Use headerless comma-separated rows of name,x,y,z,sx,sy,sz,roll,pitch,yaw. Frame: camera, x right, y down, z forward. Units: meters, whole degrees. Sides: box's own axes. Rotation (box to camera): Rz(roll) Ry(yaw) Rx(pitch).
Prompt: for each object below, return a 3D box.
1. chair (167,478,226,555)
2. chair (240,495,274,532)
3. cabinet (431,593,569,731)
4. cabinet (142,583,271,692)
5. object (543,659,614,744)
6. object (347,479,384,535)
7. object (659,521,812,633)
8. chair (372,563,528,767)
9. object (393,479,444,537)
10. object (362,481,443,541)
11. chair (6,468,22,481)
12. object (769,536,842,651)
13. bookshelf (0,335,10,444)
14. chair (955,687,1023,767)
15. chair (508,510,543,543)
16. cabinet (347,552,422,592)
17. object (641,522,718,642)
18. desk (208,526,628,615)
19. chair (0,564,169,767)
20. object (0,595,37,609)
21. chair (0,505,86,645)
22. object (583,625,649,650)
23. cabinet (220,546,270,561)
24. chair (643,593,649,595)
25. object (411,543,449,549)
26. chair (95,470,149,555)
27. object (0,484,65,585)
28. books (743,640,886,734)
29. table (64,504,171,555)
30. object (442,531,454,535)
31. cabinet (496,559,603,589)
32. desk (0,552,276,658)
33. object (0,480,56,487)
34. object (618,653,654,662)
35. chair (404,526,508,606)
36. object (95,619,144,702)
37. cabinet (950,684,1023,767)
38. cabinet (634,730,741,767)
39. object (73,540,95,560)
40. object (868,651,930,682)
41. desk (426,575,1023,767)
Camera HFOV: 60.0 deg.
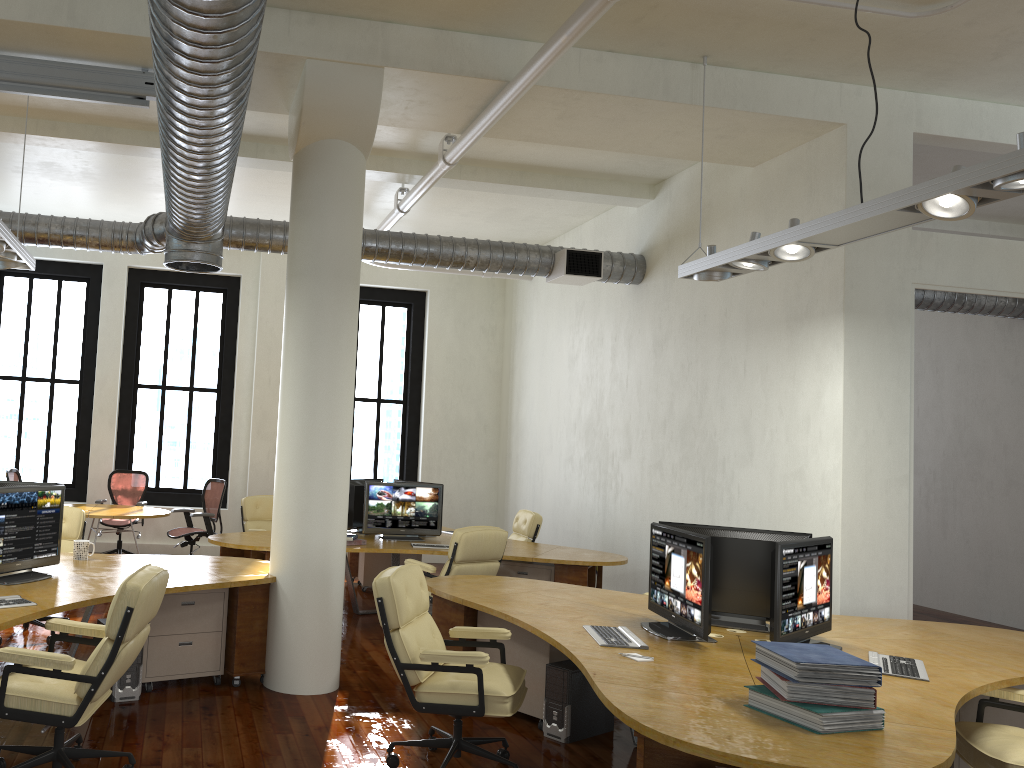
chair,-5.940,1.369,7.897,1.043,1.157,7.157,-1,-6,43
chair,-2.571,1.755,9.740,0.649,1.020,0.856,6,-5,-40
cabinet,0.080,1.757,5.844,0.979,0.708,0.799,-1,-6,45
cabinet,-2.238,1.657,6.149,0.808,0.708,0.969,6,-5,-37
object,0.404,1.884,5.324,0.433,0.411,0.199,7,-6,-44
object,-1.539,1.262,9.203,0.315,0.552,0.745,1,-5,22
object,1.262,1.098,5.090,0.868,0.552,0.270,1,-4,23
chair,-0.307,1.484,4.594,0.827,1.020,0.676,1,-4,15
object,-0.993,1.296,9.270,0.264,0.552,0.887,6,-5,-41
object,-1.068,1.250,8.712,0.767,0.552,0.306,4,-4,-16
chair,-5.485,1.566,10.169,0.740,1.157,0.747,3,-4,-11
object,1.495,1.067,4.512,0.321,0.552,0.730,-1,-5,39
bookshelf,-6.409,-0.053,10.093,0.625,4.600,3.775,4,-4,-20
chair,2.383,1.568,3.814,0.815,1.020,0.687,2,-4,10
chair,-0.130,1.888,9.776,0.762,1.020,0.736,3,-4,-10
cabinet,-1.457,2.021,10.390,0.865,0.708,0.913,3,-4,-10
object,0.879,1.052,4.751,0.286,0.552,0.820,3,-4,-9
desk,-1.190,1.938,9.351,3.809,0.734,3.587,4,-4,-9
chair,-2.061,1.357,4.159,0.775,1.020,0.723,3,-4,-5
object,-2.674,1.112,4.482,0.252,0.016,0.429,-1,-6,40
chair,-3.810,1.482,7.023,0.711,1.020,0.789,3,-4,-6
object,0.521,1.286,4.529,0.230,0.016,0.474,3,-4,-4
cabinet,-2.119,1.817,8.177,0.806,0.708,0.971,6,-5,-40
chair,1.352,1.700,6.276,0.789,1.020,0.704,-1,-6,45
object,-0.691,1.500,8.196,0.475,0.016,0.230,3,-4,-2
chair,-4.872,1.673,11.145,0.717,1.157,0.771,3,-4,-6
object,-2.956,0.891,5.323,0.306,0.552,0.766,2,-4,11
books,1.110,1.119,3.296,0.414,0.226,0.462,3,-4,-4
table,-4.688,1.814,10.168,1.552,0.744,1.415,2,-4,11
object,-0.573,1.608,9.538,0.209,0.016,0.519,6,-5,-36
cabinet,0.325,1.959,8.321,0.954,0.708,0.824,1,-4,20
desk,-3.698,1.519,5.608,3.786,0.734,3.588,1,-5,23
object,-3.401,0.904,5.798,0.807,0.552,0.291,3,-4,-1
object,0.571,1.257,4.091,0.103,0.015,0.144,5,-5,-28
chair,-0.521,1.705,7.650,0.859,1.020,0.647,-1,-5,45
object,-2.518,1.755,5.678,0.164,0.411,0.524,5,-5,-37
cabinet,2.568,1.820,4.930,0.854,0.708,0.923,4,-4,-15
cabinet,0.937,1.616,3.393,0.938,0.708,0.839,2,-4,15
object,-3.035,1.173,6.270,0.118,0.131,0.131,1,-4,25
object,1.819,1.329,4.190,0.248,0.016,0.438,1,-5,23
desk,0.889,1.720,5.024,3.511,0.734,3.855,7,-6,-44
